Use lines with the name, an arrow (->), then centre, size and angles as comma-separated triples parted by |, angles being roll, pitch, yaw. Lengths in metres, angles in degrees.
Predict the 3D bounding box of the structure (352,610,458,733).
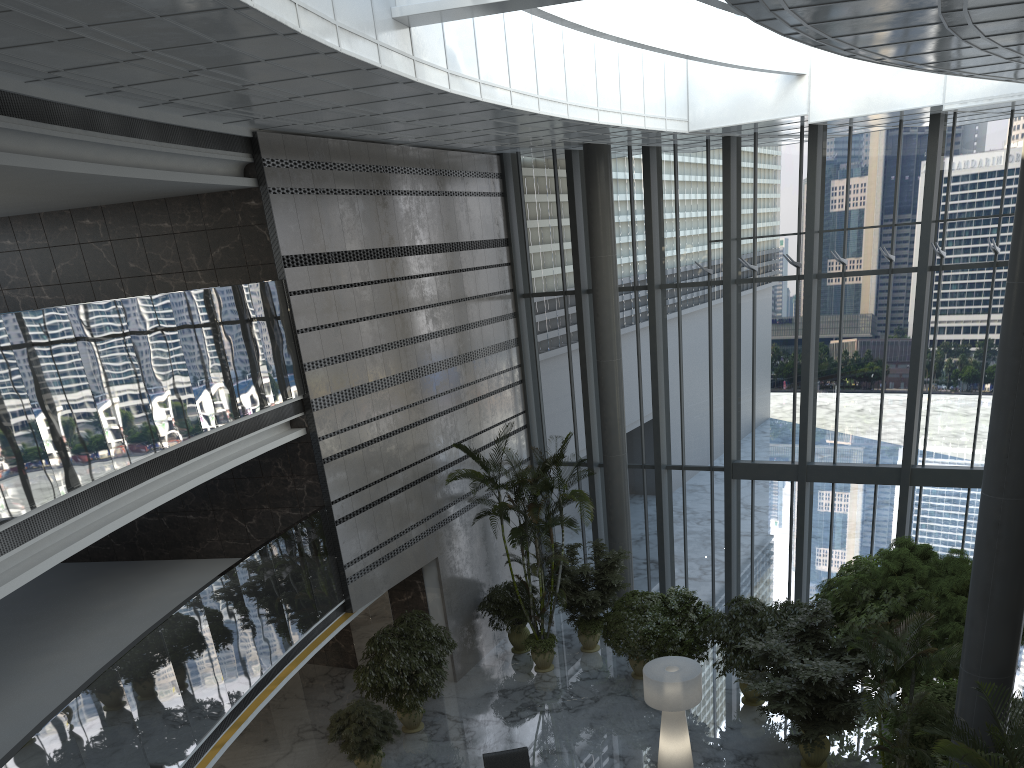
structure -> -1.727, 4.877, 14.292 | 1.986, 2.172, 1.517 | -15, 20, -29

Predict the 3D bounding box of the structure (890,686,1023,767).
structure -> 4.052, 4.466, 7.448 | 1.634, 4.097, 1.872 | -1, 20, 13

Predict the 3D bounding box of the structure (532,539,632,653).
structure -> 1.422, 4.054, 16.430 | 1.848, 2.523, 1.709 | -2, 18, 12

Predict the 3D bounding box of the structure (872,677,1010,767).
structure -> 5.355, 4.690, 10.692 | 1.567, 2.339, 1.433 | -12, 19, -18

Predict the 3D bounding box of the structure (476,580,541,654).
structure -> -0.011, 4.556, 16.750 | 1.389, 1.700, 1.035 | -12, 19, -18

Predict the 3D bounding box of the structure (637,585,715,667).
structure -> 2.807, 4.395, 14.618 | 1.340, 2.162, 1.164 | -19, 23, -33

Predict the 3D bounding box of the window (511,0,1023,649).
window -> 1.062, 1.003, 9.250 | 12.984, 11.055, 17.861 | 7, 18, 41

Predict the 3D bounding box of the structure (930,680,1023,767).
structure -> 3.675, 4.282, 5.642 | 2.423, 5.117, 2.310 | -3, 20, 9

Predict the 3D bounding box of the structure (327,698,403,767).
structure -> -2.298, 5.466, 13.171 | 1.149, 1.461, 1.115 | 8, 22, 39

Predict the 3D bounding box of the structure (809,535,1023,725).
structure -> 5.914, 3.805, 12.979 | 3.609, 3.257, 3.032 | 7, 20, 39

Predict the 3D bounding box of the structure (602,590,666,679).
structure -> 2.340, 4.503, 15.428 | 1.438, 1.771, 1.449 | -7, 17, -3

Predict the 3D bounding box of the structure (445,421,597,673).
structure -> 0.374, 3.050, 15.303 | 2.436, 5.117, 2.301 | 7, 23, 32

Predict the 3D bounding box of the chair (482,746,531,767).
chair -> -0.028, 5.720, 12.336 | 0.723, 0.738, 0.665 | -8, 16, -7

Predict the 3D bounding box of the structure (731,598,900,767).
structure -> 4.280, 4.426, 12.272 | 2.204, 2.563, 2.160 | -1, 17, 15

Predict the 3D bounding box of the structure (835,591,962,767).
structure -> 4.548, 4.126, 10.165 | 1.398, 3.799, 1.116 | -1, 21, 13

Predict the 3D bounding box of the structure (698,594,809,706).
structure -> 4.029, 4.396, 14.110 | 1.611, 2.081, 1.873 | -15, 19, -28

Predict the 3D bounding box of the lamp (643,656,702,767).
lamp -> 2.379, 4.921, 12.597 | 0.791, 1.836, 0.807 | 14, 28, 43

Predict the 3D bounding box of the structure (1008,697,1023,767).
structure -> 6.398, 4.814, 11.036 | 1.438, 1.771, 1.449 | -7, 17, -3
